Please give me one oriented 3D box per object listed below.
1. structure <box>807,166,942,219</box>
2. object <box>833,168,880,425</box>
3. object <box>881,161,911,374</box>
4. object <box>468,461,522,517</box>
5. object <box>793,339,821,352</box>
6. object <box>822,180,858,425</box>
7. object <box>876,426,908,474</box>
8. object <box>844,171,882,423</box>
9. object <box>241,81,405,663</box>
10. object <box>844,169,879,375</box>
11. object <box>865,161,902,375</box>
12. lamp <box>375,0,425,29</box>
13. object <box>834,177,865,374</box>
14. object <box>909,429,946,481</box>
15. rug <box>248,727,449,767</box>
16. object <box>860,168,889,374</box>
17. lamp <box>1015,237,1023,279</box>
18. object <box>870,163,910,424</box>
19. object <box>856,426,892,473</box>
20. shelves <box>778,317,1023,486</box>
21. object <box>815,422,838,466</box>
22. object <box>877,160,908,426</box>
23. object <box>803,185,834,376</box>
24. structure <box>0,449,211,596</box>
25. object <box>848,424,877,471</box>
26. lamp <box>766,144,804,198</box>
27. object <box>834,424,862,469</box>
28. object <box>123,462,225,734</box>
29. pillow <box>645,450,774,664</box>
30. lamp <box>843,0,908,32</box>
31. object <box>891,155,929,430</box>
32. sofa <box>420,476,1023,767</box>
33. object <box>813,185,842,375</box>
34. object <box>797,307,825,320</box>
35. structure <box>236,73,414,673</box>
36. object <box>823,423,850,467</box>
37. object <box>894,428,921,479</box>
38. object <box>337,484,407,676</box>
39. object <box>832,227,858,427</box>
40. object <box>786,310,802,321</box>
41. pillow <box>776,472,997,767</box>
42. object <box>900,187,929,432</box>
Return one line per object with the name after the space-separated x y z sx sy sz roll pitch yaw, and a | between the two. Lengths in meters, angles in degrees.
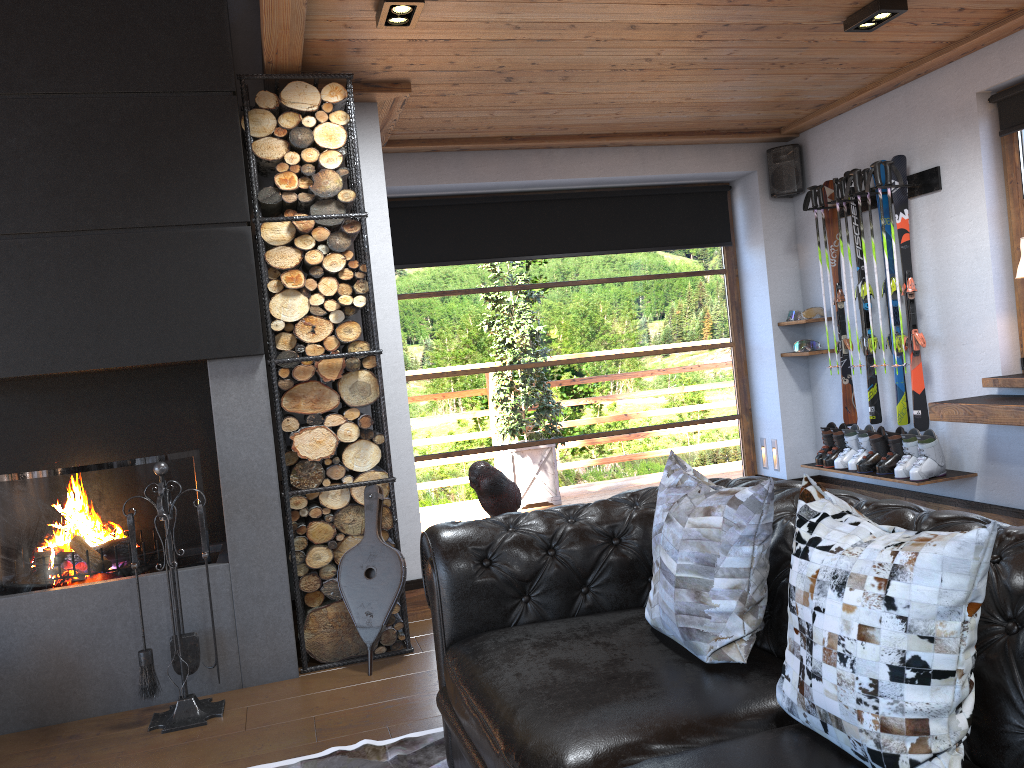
2.172 -1.159 5.506 0.321 0.135 1.044 -6 2 -15 | structure
2.172 -0.544 5.584 0.256 1.621 0.103 -6 1 -20 | object
2.266 -0.681 5.155 0.119 1.249 0.060 -5 1 36 | object
-0.050 0.429 3.265 0.148 0.319 0.250 -5 1 26 | object
2.094 -0.276 6.282 0.186 0.084 0.354 -5 2 21 | object
2.165 -0.534 5.794 0.116 1.606 0.094 -6 1 -16 | object
2.298 0.393 5.326 0.252 0.270 0.116 -6 1 -1 | object
2.234 -0.553 5.669 0.112 1.621 0.072 -6 1 -16 | object
-0.887 -0.055 4.159 0.497 2.611 0.463 -6 1 -16 | object
2.123 -0.673 5.390 0.120 1.249 0.059 -5 1 31 | object
2.164 -0.671 5.183 0.119 1.249 0.060 -5 1 41 | object
-0.435 -1.452 3.416 0.156 0.068 0.259 -6 2 -15 | lamp
2.128 -0.680 5.620 0.060 1.249 0.119 -7 1 -33 | object
2.347 0.397 5.035 0.254 0.270 0.115 -6 1 -21 | object
0.347 1.187 1.226 2.447 0.053 4.019 -6 2 -15 | rug
2.188 -0.680 5.395 0.060 1.249 0.119 -7 1 -33 | object
2.802 0.004 4.312 0.636 1.481 0.245 -6 1 -13 | lamp
2.321 -0.556 5.464 0.112 1.621 0.072 -6 1 -16 | object
2.232 0.396 5.447 0.251 0.270 0.117 -6 1 4 | object
2.920 0.046 3.254 0.616 0.988 6.601 -6 2 -15 | shelves
2.111 0.394 5.919 0.254 0.270 0.115 -6 1 -26 | object
2.330 -0.555 5.389 0.112 1.621 0.072 -6 1 -16 | object
2.006 -0.673 5.789 0.122 1.249 0.058 -7 1 -34 | object
-1.819 0.599 3.735 0.989 0.514 0.182 -6 1 -16 | structure
2.217 0.394 5.575 0.253 0.270 0.116 -6 1 -11 | object
1.950 -1.512 6.315 0.215 0.349 0.212 -6 1 -16 | lamp
2.171 0.395 5.687 0.253 0.270 0.116 -6 1 -11 | object
-1.329 0.810 3.489 0.304 1.017 0.311 -5 1 30 | object
0.510 0.430 2.334 0.285 0.469 0.525 -6 1 -12 | pillow
1.649 -1.682 4.030 0.156 0.068 0.259 -6 2 -15 | lamp
2.338 -0.532 5.152 0.116 1.606 0.094 -6 1 -16 | object
0.618 0.746 1.863 1.248 0.838 2.549 -6 2 -16 | sofa
2.067 -0.681 5.844 0.060 1.249 0.119 -7 1 -33 | object
2.098 -0.494 6.185 0.191 0.084 0.158 -6 2 -17 | object
-0.879 -0.062 4.152 0.505 2.616 0.508 -6 1 -16 | structure
2.139 0.395 5.805 0.253 0.270 0.116 -6 1 -11 | object
2.314 0.396 5.157 0.254 0.270 0.115 -6 1 -21 | object
-0.616 0.843 3.897 0.271 0.795 0.260 -7 1 -32 | object
2.152 -0.521 5.891 0.116 1.606 0.094 -6 1 -16 | object
2.052 -0.494 6.356 0.161 0.084 0.188 -6 2 -17 | object
0.685 0.432 1.682 0.285 0.469 0.525 -6 1 -12 | pillow
2.325 -0.519 5.248 0.116 1.606 0.094 -6 1 -16 | object
